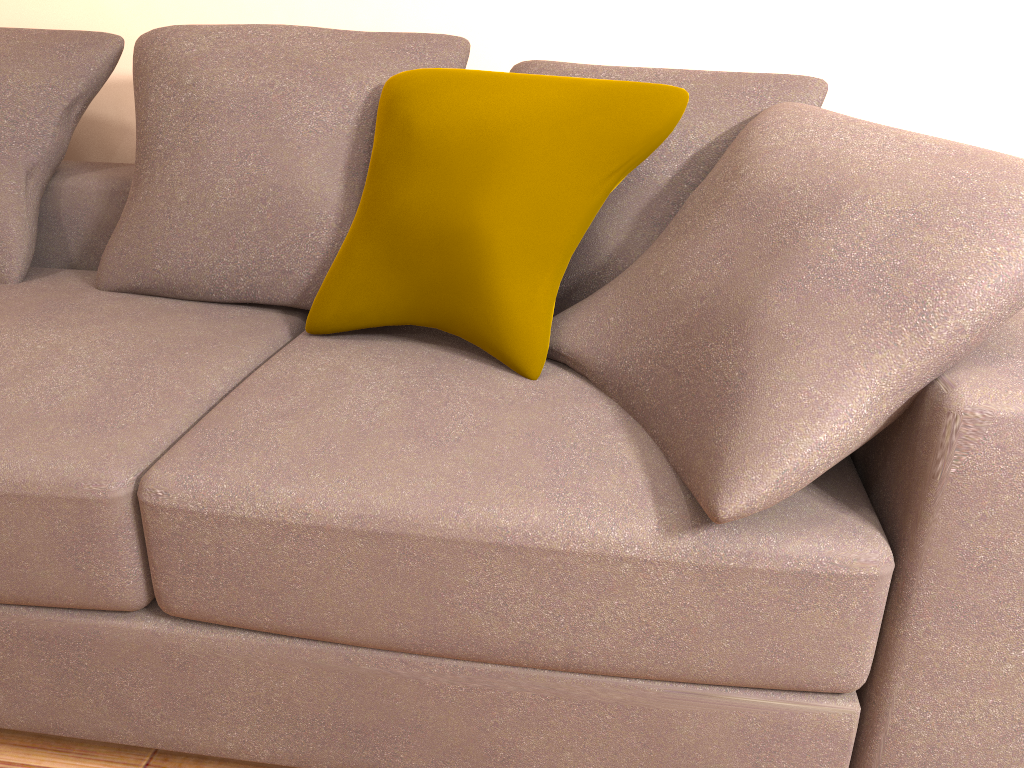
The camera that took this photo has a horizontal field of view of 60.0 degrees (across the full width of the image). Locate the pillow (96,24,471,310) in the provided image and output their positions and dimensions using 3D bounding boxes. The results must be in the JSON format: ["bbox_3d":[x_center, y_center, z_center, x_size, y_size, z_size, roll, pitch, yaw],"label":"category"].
[{"bbox_3d":[-0.518,-0.480,1.972,0.783,0.590,0.459,6,23,11],"label":"pillow"}]

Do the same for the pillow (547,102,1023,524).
[{"bbox_3d":[0.393,-0.158,1.355,0.560,0.470,0.749,-7,24,-20],"label":"pillow"}]

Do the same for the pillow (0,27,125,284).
[{"bbox_3d":[-1.370,-0.589,2.214,0.787,0.576,0.431,11,25,21],"label":"pillow"}]

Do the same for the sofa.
[{"bbox_3d":[-0.973,0.139,1.620,3.565,0.776,1.906,4,23,7],"label":"sofa"}]

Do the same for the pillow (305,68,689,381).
[{"bbox_3d":[-0.047,-0.314,1.648,0.658,0.492,0.382,15,26,29],"label":"pillow"}]

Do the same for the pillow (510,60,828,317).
[{"bbox_3d":[0.175,-0.339,1.884,0.399,0.635,0.811,-17,29,-36],"label":"pillow"}]
